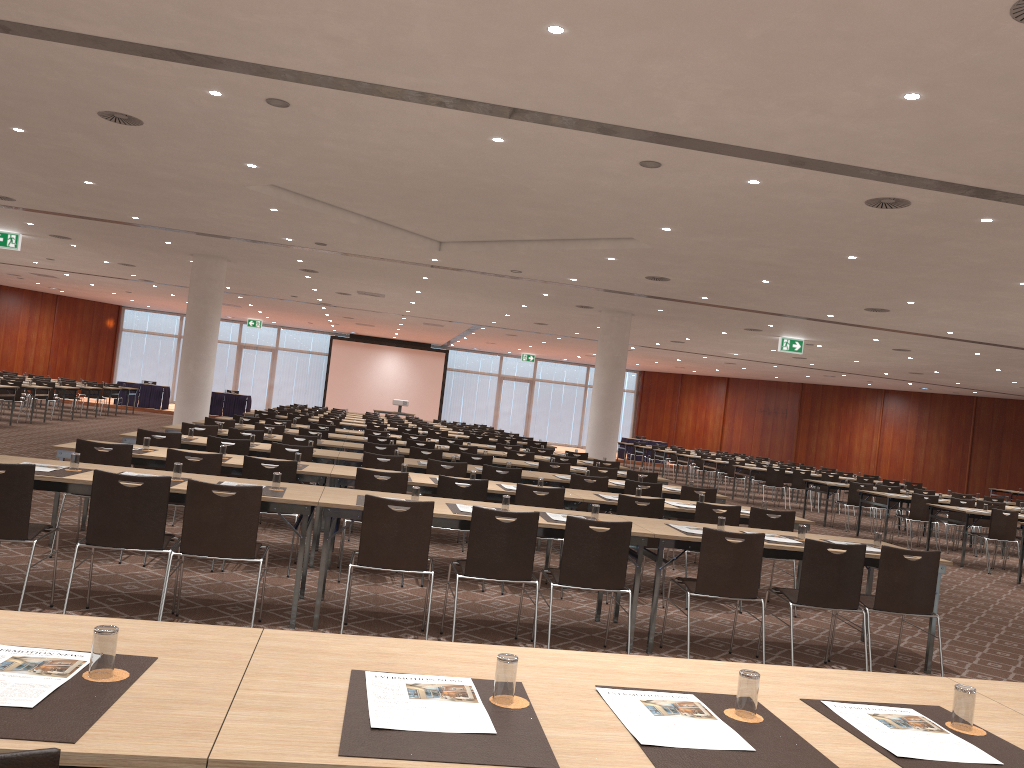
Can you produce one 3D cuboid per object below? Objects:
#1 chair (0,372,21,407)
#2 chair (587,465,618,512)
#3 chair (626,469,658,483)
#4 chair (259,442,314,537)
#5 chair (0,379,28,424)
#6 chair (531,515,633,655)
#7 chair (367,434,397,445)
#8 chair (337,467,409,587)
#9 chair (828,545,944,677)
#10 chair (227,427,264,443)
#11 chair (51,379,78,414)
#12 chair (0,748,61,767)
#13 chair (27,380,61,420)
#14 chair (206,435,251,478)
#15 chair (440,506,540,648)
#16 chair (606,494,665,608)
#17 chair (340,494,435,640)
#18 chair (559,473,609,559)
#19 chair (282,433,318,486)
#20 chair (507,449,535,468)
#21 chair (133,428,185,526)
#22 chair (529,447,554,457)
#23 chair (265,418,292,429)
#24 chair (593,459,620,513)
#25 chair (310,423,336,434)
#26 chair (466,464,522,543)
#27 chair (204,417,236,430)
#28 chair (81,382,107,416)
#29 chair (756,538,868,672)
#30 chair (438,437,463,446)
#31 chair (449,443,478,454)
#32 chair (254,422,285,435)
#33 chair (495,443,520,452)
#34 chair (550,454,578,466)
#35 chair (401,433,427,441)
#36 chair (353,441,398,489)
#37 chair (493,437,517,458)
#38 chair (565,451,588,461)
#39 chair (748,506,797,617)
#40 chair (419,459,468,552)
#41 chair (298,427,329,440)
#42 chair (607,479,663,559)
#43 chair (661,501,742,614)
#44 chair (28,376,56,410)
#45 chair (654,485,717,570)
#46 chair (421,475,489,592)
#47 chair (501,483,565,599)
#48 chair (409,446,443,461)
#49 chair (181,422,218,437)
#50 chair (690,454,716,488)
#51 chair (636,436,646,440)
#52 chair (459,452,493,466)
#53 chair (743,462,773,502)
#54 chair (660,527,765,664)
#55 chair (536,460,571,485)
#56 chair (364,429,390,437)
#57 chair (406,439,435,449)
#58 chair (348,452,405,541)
[{"bbox_3d":[-14.287,0.163,25.140,0.536,0.939,0.614,7,-1,-8],"label":"chair"},{"bbox_3d":[1.137,1.578,12.099,0.536,0.939,0.613,7,-1,-11],"label":"chair"},{"bbox_3d":[1.696,1.644,12.149,0.536,0.939,0.614,7,-1,-7],"label":"chair"},{"bbox_3d":[-2.395,1.098,9.490,0.536,0.939,0.613,7,-1,-12],"label":"chair"},{"bbox_3d":[-11.061,0.380,19.591,0.536,0.939,0.613,7,-1,-12],"label":"chair"},{"bbox_3d":[0.486,1.328,5.833,0.536,0.939,0.614,7,-1,-8],"label":"chair"},{"bbox_3d":[-2.050,1.252,13.601,0.536,0.939,0.613,7,-1,-12],"label":"chair"},{"bbox_3d":[-1.167,1.187,7.587,0.536,0.939,0.613,7,-1,-12],"label":"chair"},{"bbox_3d":[2.662,1.590,6.227,0.536,0.939,0.614,7,-1,-7],"label":"chair"},{"bbox_3d":[-3.411,1.031,11.271,0.536,0.939,0.614,7,-1,-10],"label":"chair"},{"bbox_3d":[-12.780,0.343,25.389,0.536,0.939,0.613,7,-1,-12],"label":"chair"},{"bbox_3d":[-1.026,1.036,1.563,0.536,0.939,0.614,7,-1,-9],"label":"chair"},{"bbox_3d":[-11.413,0.398,21.702,0.536,0.939,0.613,7,-1,-11],"label":"chair"},{"bbox_3d":[-3.008,1.023,9.346,0.536,0.939,0.614,7,-1,-8],"label":"chair"},{"bbox_3d":[-0.118,1.257,5.768,0.536,0.939,0.614,7,-1,-10],"label":"chair"},{"bbox_3d":[1.056,1.453,7.954,0.536,0.939,0.613,7,-1,-12],"label":"chair"},{"bbox_3d":[-0.773,1.180,5.703,0.536,0.939,0.614,7,-1,-7],"label":"chair"},{"bbox_3d":[0.792,1.480,10.015,0.536,0.939,0.614,7,-1,-8],"label":"chair"},{"bbox_3d":[-2.783,1.108,11.453,0.536,0.939,0.613,7,-1,-12],"label":"chair"},{"bbox_3d":[0.070,1.506,13.950,0.536,0.939,0.614,7,-1,-8],"label":"chair"},{"bbox_3d":[-3.674,0.943,9.201,0.536,0.939,0.614,7,-1,-10],"label":"chair"},{"bbox_3d":[0.452,1.607,15.998,0.536,0.939,0.614,7,-1,-10],"label":"chair"},{"bbox_3d":[-4.048,1.067,15.220,0.536,0.939,0.613,7,-1,-11],"label":"chair"},{"bbox_3d":[1.419,1.667,14.130,0.536,0.939,0.614,7,-1,-9],"label":"chair"},{"bbox_3d":[-3.325,1.156,15.417,0.536,0.939,0.614,7,-1,-8],"label":"chair"},{"bbox_3d":[-0.173,1.363,9.813,0.536,0.939,0.614,7,-1,-6],"label":"chair"},{"bbox_3d":[-4.376,0.973,13.217,0.536,0.939,0.614,7,-1,-9],"label":"chair"},{"bbox_3d":[-12.058,0.434,25.650,0.536,0.939,0.613,7,-1,-11],"label":"chair"},{"bbox_3d":[2.100,1.522,6.099,0.536,0.939,0.614,7,-1,-6],"label":"chair"},{"bbox_3d":[-1.157,1.416,15.775,0.536,0.939,0.613,7,-1,-12],"label":"chair"},{"bbox_3d":[-0.816,1.399,13.761,0.536,0.939,0.614,7,-1,-8],"label":"chair"},{"bbox_3d":[-3.667,1.057,13.291,0.536,0.939,0.614,7,-1,-11],"label":"chair"},{"bbox_3d":[-0.148,1.534,15.863,0.536,0.939,0.614,7,-1,-10],"label":"chair"},{"bbox_3d":[0.728,1.583,13.981,0.536,0.939,0.613,7,-1,-12],"label":"chair"},{"bbox_3d":[-1.784,1.339,15.629,0.536,0.939,0.614,7,-1,-10],"label":"chair"},{"bbox_3d":[-1.771,1.228,11.577,0.536,0.939,0.613,7,-1,-12],"label":"chair"},{"bbox_3d":[-0.179,1.629,19.406,0.536,0.939,0.613,7,-1,-11],"label":"chair"},{"bbox_3d":[1.078,1.681,16.066,0.536,0.939,0.613,7,-1,-12],"label":"chair"},{"bbox_3d":[2.308,1.605,8.238,0.536,0.939,0.614,7,-1,-7],"label":"chair"},{"bbox_3d":[-0.768,1.291,9.680,0.536,0.939,0.614,7,-1,-9],"label":"chair"},{"bbox_3d":[-3.021,1.134,13.363,0.536,0.939,0.614,7,-1,-7],"label":"chair"},{"bbox_3d":[1.394,1.550,10.037,0.536,0.939,0.614,7,-1,-9],"label":"chair"},{"bbox_3d":[1.772,1.540,8.107,0.536,0.939,0.613,7,-1,-12],"label":"chair"},{"bbox_3d":[-13.413,0.270,25.366,0.536,0.939,0.614,7,-1,-9],"label":"chair"},{"bbox_3d":[2.033,1.628,10.177,0.536,0.939,0.613,7,-1,-12],"label":"chair"},{"bbox_3d":[-0.491,1.270,7.777,0.536,0.939,0.614,7,-1,-8],"label":"chair"},{"bbox_3d":[0.170,1.348,7.843,0.536,0.939,0.614,7,-1,-10],"label":"chair"},{"bbox_3d":[-1.199,1.298,11.714,0.536,0.939,0.613,7,-1,-11],"label":"chair"},{"bbox_3d":[-3.975,0.964,11.214,0.536,0.939,0.613,7,-1,-12],"label":"chair"},{"bbox_3d":[5.313,2.403,24.460,0.536,0.939,0.614,7,-1,-10],"label":"chair"},{"bbox_3d":[5.082,2.538,34.928,0.536,0.939,0.614,7,-1,-9],"label":"chair"},{"bbox_3d":[-0.540,1.375,11.745,0.536,0.939,0.614,7,-1,-10],"label":"chair"},{"bbox_3d":[6.281,2.458,22.451,0.536,0.939,0.614,7,-1,-7],"label":"chair"},{"bbox_3d":[1.407,1.441,6.063,0.536,0.939,0.614,7,-1,-7],"label":"chair"},{"bbox_3d":[0.491,1.499,11.950,0.536,0.939,0.614,7,-1,-10],"label":"chair"},{"bbox_3d":[-2.402,1.264,15.492,0.536,0.939,0.614,7,-1,-7],"label":"chair"},{"bbox_3d":[-1.457,1.321,13.621,0.536,0.939,0.614,7,-1,-9],"label":"chair"},{"bbox_3d":[-1.436,1.212,9.605,0.536,0.939,0.614,7,-1,-7],"label":"chair"}]
